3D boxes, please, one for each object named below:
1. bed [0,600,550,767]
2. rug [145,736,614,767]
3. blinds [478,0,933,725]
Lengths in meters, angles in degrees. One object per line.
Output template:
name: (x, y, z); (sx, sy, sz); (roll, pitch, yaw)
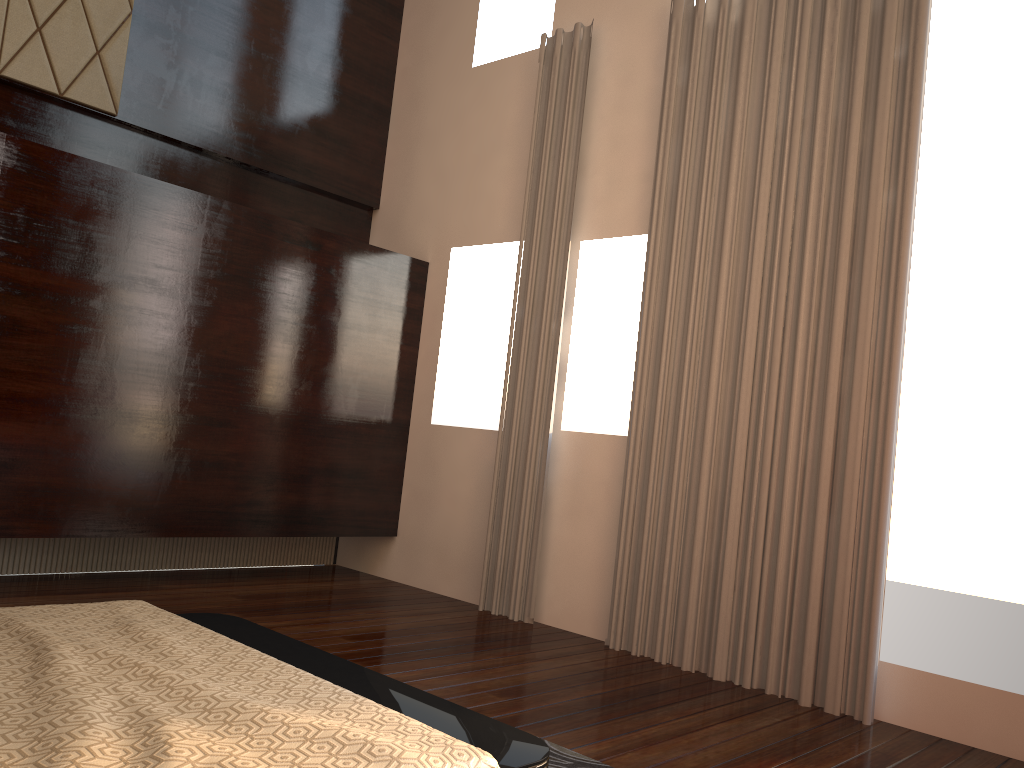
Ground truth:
bed: (-1.181, 0.584, 1.434); (1.985, 0.660, 2.381); (3, -5, 42)
rug: (-1.239, 0.920, 1.589); (2.910, 0.006, 3.735); (3, -5, 42)
blinds: (1.732, -0.283, 3.532); (4.683, 3.403, 0.108); (3, -5, 42)
